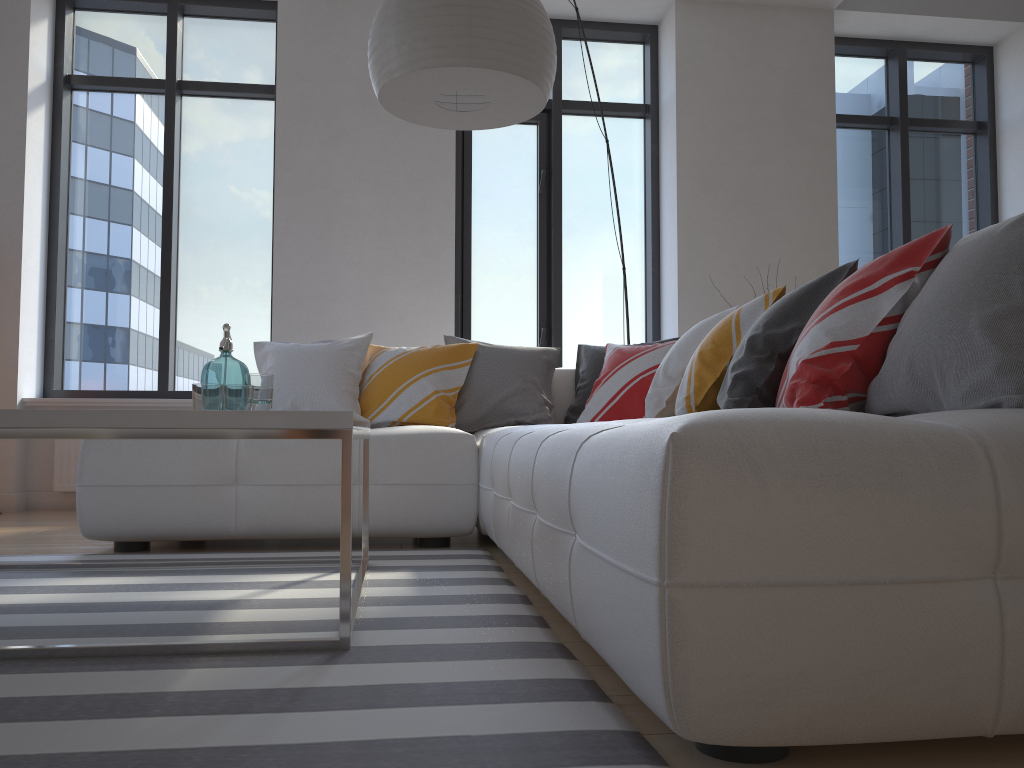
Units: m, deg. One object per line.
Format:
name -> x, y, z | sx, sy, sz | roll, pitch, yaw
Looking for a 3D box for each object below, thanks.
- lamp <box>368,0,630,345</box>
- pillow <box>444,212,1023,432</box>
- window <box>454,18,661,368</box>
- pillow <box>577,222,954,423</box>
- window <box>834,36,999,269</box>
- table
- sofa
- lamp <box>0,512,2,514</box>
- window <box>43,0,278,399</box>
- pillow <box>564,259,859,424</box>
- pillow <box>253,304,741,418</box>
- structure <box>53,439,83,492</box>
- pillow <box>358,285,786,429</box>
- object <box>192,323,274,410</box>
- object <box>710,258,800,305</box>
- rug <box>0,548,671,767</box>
lamp -> 0.416, -0.689, 3.979 | 0.710, 2.647, 3.199 | -2, -4, 29
pillow -> 0.377, -0.077, 2.741 | 0.647, 0.453, 2.953 | 1, -4, -20
window -> 0.269, -1.074, 5.540 | 1.310, 2.402, 0.170 | 1, -3, -7
pillow -> 0.694, -0.038, 2.878 | 0.575, 0.449, 2.250 | 1, -3, -10
window -> 2.549, -1.053, 5.836 | 1.310, 2.402, 0.170 | 1, -3, -7
table -> -0.904, 0.293, 2.091 | 1.091, 0.435, 1.091 | 1, -3, -7
sofa -> -0.108, 0.192, 2.668 | 2.614, 0.732, 3.424 | 1, -3, -7
lamp -> -2.895, -0.124, 4.318 | 0.502, 1.550, 0.804 | -3, -5, 43
window -> -2.013, -1.096, 5.243 | 1.310, 2.402, 0.170 | 1, -3, -7
pillow -> 0.644, -0.045, 3.201 | 0.608, 0.436, 2.120 | 1, -3, -12
pillow -> -0.187, -0.032, 3.495 | 2.156, 0.456, 0.580 | -1, -4, 18
structure -> -1.943, 0.453, 4.827 | 1.015, 0.460, 0.110 | 1, -3, -7
pillow -> 0.086, -0.023, 3.330 | 2.095, 0.440, 0.630 | -3, -4, 39
object -> -0.781, -0.041, 2.363 | 0.330, 0.265, 0.330 | -1, -4, 17
object -> 1.246, -0.236, 3.964 | 0.607, 0.744, 0.406 | -2, -4, 33
rug -> -0.753, 0.502, 1.862 | 1.662, 0.016, 2.326 | 1, -3, -8
